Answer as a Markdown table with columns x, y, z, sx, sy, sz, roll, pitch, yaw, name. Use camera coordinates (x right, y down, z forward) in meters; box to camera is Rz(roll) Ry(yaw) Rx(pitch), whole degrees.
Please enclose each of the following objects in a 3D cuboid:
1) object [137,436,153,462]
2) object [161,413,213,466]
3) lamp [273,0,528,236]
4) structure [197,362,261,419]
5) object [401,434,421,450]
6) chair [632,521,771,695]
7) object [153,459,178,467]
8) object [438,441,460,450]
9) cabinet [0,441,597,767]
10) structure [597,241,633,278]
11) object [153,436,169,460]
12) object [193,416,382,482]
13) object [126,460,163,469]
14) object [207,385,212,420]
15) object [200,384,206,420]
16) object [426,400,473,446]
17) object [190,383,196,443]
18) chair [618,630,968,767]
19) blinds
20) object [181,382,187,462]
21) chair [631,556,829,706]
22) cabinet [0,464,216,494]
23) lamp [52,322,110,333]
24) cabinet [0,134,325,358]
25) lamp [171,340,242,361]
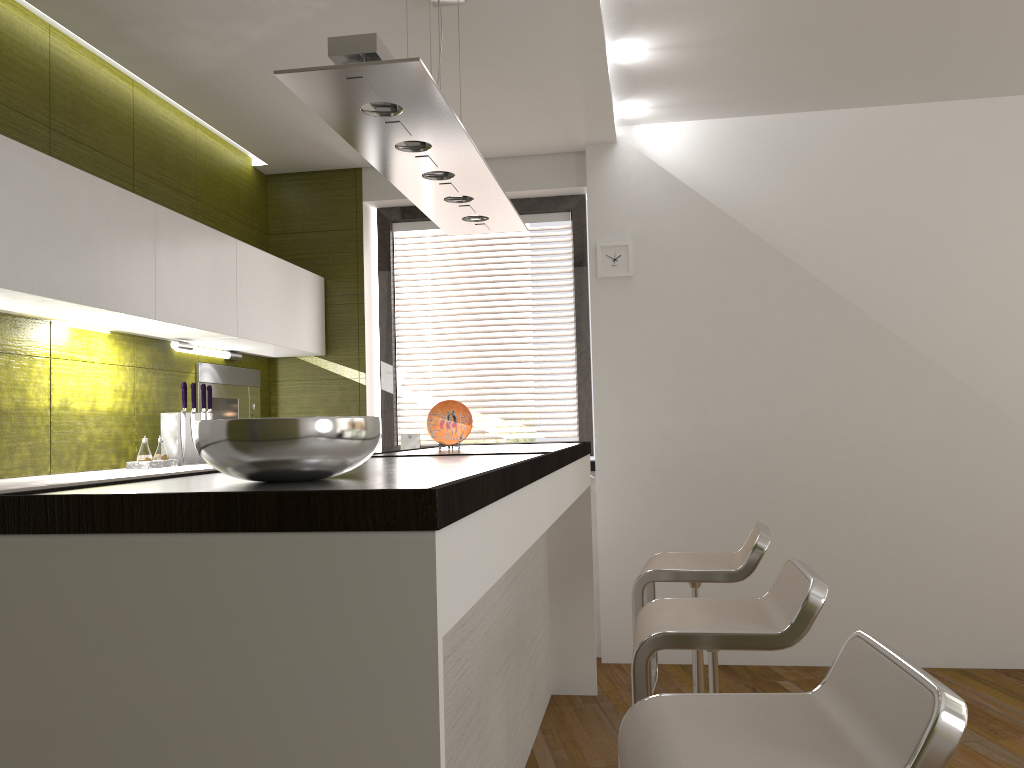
| x | y | z | sx | sy | sz | roll | pitch | yaw | name |
| --- | --- | --- | --- | --- | --- | --- | --- | --- | --- |
| -1.448 | 0.265 | 3.498 | 0.059 | 0.121 | 0.059 | 0 | -3 | -35 | object |
| -1.404 | 0.239 | 3.841 | 0.107 | 0.227 | 0.293 | -2 | -3 | 9 | object |
| -0.235 | -0.977 | 2.737 | 0.326 | 0.683 | 1.677 | -2 | -3 | 9 | lamp |
| -1.411 | 0.147 | 4.466 | 0.015 | 0.469 | 0.663 | -2 | -3 | 9 | structure |
| -0.552 | 0.357 | 4.834 | 0.106 | 0.169 | 0.057 | -2 | -3 | 3 | object |
| 0.648 | 0.910 | 2.992 | 0.460 | 0.857 | 0.418 | -2 | -3 | 14 | chair |
| -1.438 | 0.326 | 3.634 | 0.107 | 0.032 | 0.107 | -3 | -3 | 20 | object |
| -0.242 | 0.188 | 3.457 | 0.088 | 0.131 | 0.072 | -2 | -3 | 4 | object |
| -0.180 | 0.775 | 2.615 | 0.663 | 1.134 | 2.947 | -2 | -3 | 9 | cabinet |
| 0.529 | -0.640 | 4.565 | 0.180 | 0.180 | 0.026 | -2 | -3 | 9 | structure |
| -1.439 | 0.272 | 3.636 | 0.059 | 0.121 | 0.059 | 0 | -3 | -24 | object |
| -0.380 | 0.112 | 1.518 | 0.311 | 0.105 | 0.311 | -3 | -3 | 22 | object |
| -1.447 | 0.320 | 3.496 | 0.107 | 0.032 | 0.107 | -2 | -3 | 9 | object |
| -1.350 | 0.120 | 3.951 | 0.013 | 0.231 | 0.040 | -2 | -3 | 9 | object |
| -1.358 | 0.119 | 3.901 | 0.013 | 0.243 | 0.036 | -2 | -3 | 9 | object |
| -0.244 | 0.150 | 3.459 | 0.184 | 0.178 | 0.055 | -2 | -3 | 5 | object |
| -1.372 | 0.126 | 3.813 | 0.013 | 0.264 | 0.042 | -2 | -3 | 9 | object |
| 0.388 | 0.837 | 1.320 | 0.460 | 0.857 | 0.418 | -2 | -3 | 4 | chair |
| -2.623 | -2.590 | 8.463 | 16.000 | 12.704 | 9.030 | 1 | -4 | -42 | blinds |
| -1.383 | 0.160 | 3.732 | 0.013 | 0.339 | 0.046 | -2 | -3 | 9 | object |
| 0.518 | 0.873 | 2.156 | 0.460 | 0.857 | 0.418 | -2 | -3 | 9 | chair |
| -1.330 | 0.869 | 3.407 | 0.465 | 1.086 | 2.940 | -2 | -3 | 9 | cabinet |
| -1.609 | -0.210 | 3.322 | 0.008 | 0.008 | 0.334 | -2 | -3 | 9 | lamp |
| -1.506 | 0.361 | 3.187 | 0.724 | 2.089 | 3.471 | -2 | -3 | 9 | cabinet |
| -1.429 | -0.154 | 4.188 | 0.095 | 0.041 | 0.716 | -2 | -3 | 8 | lamp |
